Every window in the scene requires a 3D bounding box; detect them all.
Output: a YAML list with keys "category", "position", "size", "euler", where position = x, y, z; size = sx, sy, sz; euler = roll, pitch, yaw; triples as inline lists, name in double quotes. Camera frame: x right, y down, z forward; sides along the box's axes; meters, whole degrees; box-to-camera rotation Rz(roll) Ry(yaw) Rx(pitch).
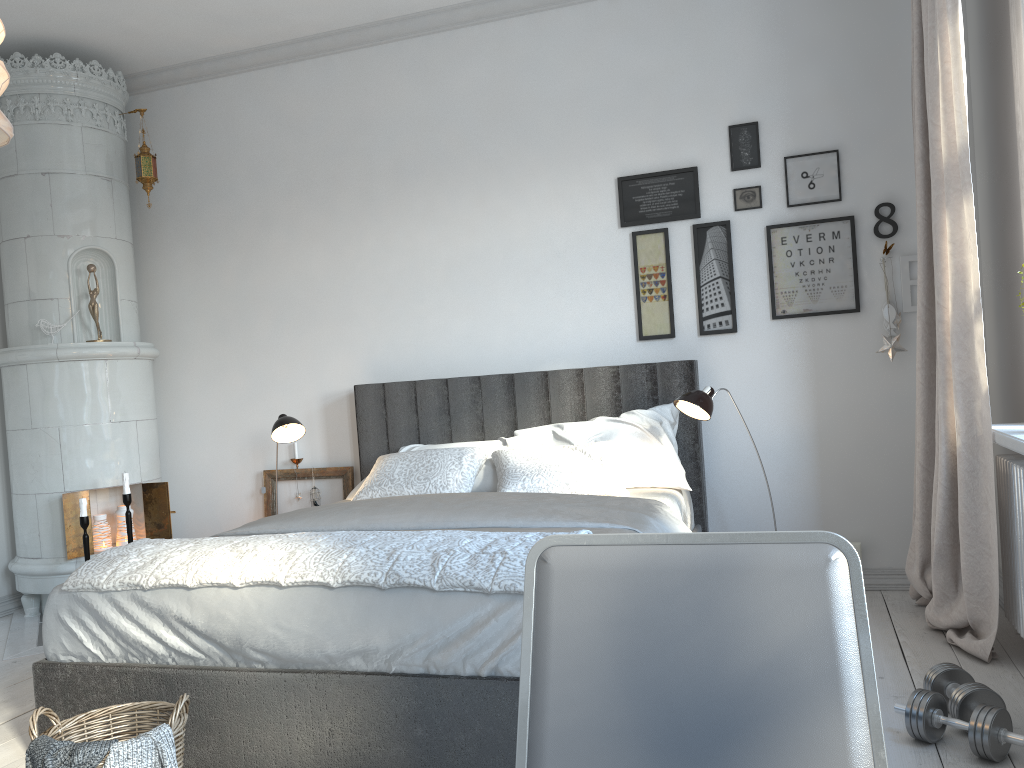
- category: "window"
  position: [4.102, -1.044, 4.768]
  size: [11.970, 7.012, 7.974]
  euler: [-4, 1, 18]

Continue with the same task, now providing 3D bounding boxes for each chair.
- category: "chair"
  position: [0.170, 0.594, 0.907]
  size: [0.562, 0.798, 0.524]
  euler: [-4, 1, 18]

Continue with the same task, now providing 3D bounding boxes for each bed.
- category: "bed"
  position: [-0.252, 0.493, 3.226]
  size: [1.889, 1.047, 2.175]
  euler: [-4, 0, 18]

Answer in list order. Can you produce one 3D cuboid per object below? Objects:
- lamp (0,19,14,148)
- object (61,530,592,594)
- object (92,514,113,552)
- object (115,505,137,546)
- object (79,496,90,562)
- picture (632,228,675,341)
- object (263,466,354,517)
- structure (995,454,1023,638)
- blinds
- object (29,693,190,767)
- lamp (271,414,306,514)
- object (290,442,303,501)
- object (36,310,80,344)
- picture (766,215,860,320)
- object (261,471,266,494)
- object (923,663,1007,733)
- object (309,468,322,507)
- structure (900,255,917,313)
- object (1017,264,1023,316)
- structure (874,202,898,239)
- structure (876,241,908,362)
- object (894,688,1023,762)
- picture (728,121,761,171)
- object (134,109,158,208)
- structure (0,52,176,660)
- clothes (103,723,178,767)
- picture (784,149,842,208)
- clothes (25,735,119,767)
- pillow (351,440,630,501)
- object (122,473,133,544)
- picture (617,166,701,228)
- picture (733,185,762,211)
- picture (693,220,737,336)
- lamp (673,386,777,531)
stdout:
- category: "lamp"
  position: [-1.227, -1.118, 1.752]
  size: [0.340, 1.231, 0.339]
  euler: [-5, 1, -41]
- category: "object"
  position: [-0.522, 0.476, 2.426]
  size: [1.460, 0.104, 0.404]
  euler: [-4, 0, 18]
- category: "object"
  position: [-2.050, 0.742, 4.423]
  size: [0.093, 0.180, 0.092]
  euler: [-4, 1, 22]
- category: "object"
  position: [-1.957, 0.720, 4.487]
  size: [0.098, 0.210, 0.098]
  euler: [-4, 1, 17]
- category: "object"
  position: [-1.955, 0.827, 4.087]
  size: [0.091, 0.622, 0.091]
  euler: [-4, 1, -4]
- category: "picture"
  position: [0.653, -0.458, 4.087]
  size: [0.165, 0.504, 0.020]
  euler: [-4, 1, 18]
- category: "object"
  position: [-1.063, 0.758, 4.654]
  size: [0.528, 0.630, 0.082]
  euler: [-4, 1, 18]
- category: "structure"
  position: [1.498, 0.516, 2.251]
  size: [0.195, 0.547, 1.505]
  euler: [-4, 0, 18]
- category: "blinds"
  position: [1.468, -0.432, 3.115]
  size: [0.225, 2.648, 0.830]
  euler: [-4, 1, 18]
- category: "object"
  position: [-0.896, 0.894, 2.009]
  size: [0.319, 0.351, 0.319]
  euler: [-5, 1, -40]
- category: "lamp"
  position: [-1.200, 0.617, 4.357]
  size: [0.826, 0.936, 0.450]
  euler: [-4, 1, 36]
- category: "object"
  position: [-1.133, 0.461, 4.690]
  size: [0.067, 0.320, 0.067]
  euler: [-5, 1, -23]
- category: "object"
  position: [-2.189, -0.274, 4.284]
  size: [0.196, 0.165, 0.059]
  euler: [-4, 1, -27]
- category: "picture"
  position: [1.312, -0.504, 3.872]
  size: [0.365, 0.415, 0.021]
  euler: [-4, 1, 18]
- category: "object"
  position: [-1.328, 0.522, 4.740]
  size: [0.024, 0.127, 0.023]
  euler: [-4, 1, 2]
- category: "object"
  position: [1.226, 0.854, 2.409]
  size: [0.129, 0.129, 0.328]
  euler: [-4, 0, 3]
- category: "object"
  position: [-1.030, 0.547, 4.644]
  size: [0.062, 0.228, 0.063]
  euler: [-3, 1, 42]
- category: "structure"
  position: [1.723, -0.427, 3.742]
  size: [0.146, 0.239, 0.024]
  euler: [-4, 1, 18]
- category: "object"
  position: [1.579, -0.150, 2.507]
  size: [0.216, 0.574, 0.385]
  euler: [-4, 1, -1]
- category: "structure"
  position: [1.587, -0.695, 3.771]
  size: [0.096, 0.151, 0.014]
  euler: [-4, 1, 18]
- category: "structure"
  position: [1.595, -0.349, 3.759]
  size: [0.134, 0.514, 0.078]
  euler: [-4, 1, 6]
- category: "object"
  position: [1.129, 0.861, 2.247]
  size: [0.129, 0.129, 0.329]
  euler: [-5, 0, -37]
- category: "picture"
  position: [1.034, -1.055, 3.941]
  size: [0.128, 0.202, 0.011]
  euler: [-4, 1, 18]
- category: "object"
  position: [-1.887, -1.155, 4.566]
  size: [0.117, 0.506, 0.105]
  euler: [-4, 1, -9]
- category: "structure"
  position: [-2.146, -0.187, 4.407]
  size: [0.800, 2.837, 1.248]
  euler: [-5, 1, -27]
- category: "clothes"
  position: [-0.874, 0.902, 1.980]
  size: [0.234, 0.288, 0.283]
  euler: [-5, 1, -33]
- category: "picture"
  position: [1.308, -0.893, 3.859]
  size: [0.225, 0.220, 0.010]
  euler: [-4, 1, 18]
- category: "clothes"
  position: [-0.915, 0.891, 1.954]
  size: [0.246, 0.270, 0.297]
  euler: [-4, 1, 19]
- category: "pillow"
  position: [-0.098, 0.370, 3.622]
  size: [1.147, 0.225, 0.415]
  euler: [-4, 0, 11]
- category: "object"
  position: [-1.797, 0.767, 4.180]
  size: [0.091, 0.718, 0.091]
  euler: [-4, 1, 27]
- category: "picture"
  position: [0.672, -0.855, 4.063]
  size: [0.366, 0.232, 0.020]
  euler: [-4, 1, 18]
- category: "picture"
  position: [1.049, -0.825, 3.946]
  size: [0.119, 0.098, 0.010]
  euler: [-4, 1, 18]
- category: "picture"
  position: [0.916, -0.477, 4.001]
  size: [0.165, 0.504, 0.020]
  euler: [-4, 1, 18]
- category: "lamp"
  position: [1.066, 0.457, 3.621]
  size: [0.800, 0.936, 0.450]
  euler: [-4, 1, 0]
